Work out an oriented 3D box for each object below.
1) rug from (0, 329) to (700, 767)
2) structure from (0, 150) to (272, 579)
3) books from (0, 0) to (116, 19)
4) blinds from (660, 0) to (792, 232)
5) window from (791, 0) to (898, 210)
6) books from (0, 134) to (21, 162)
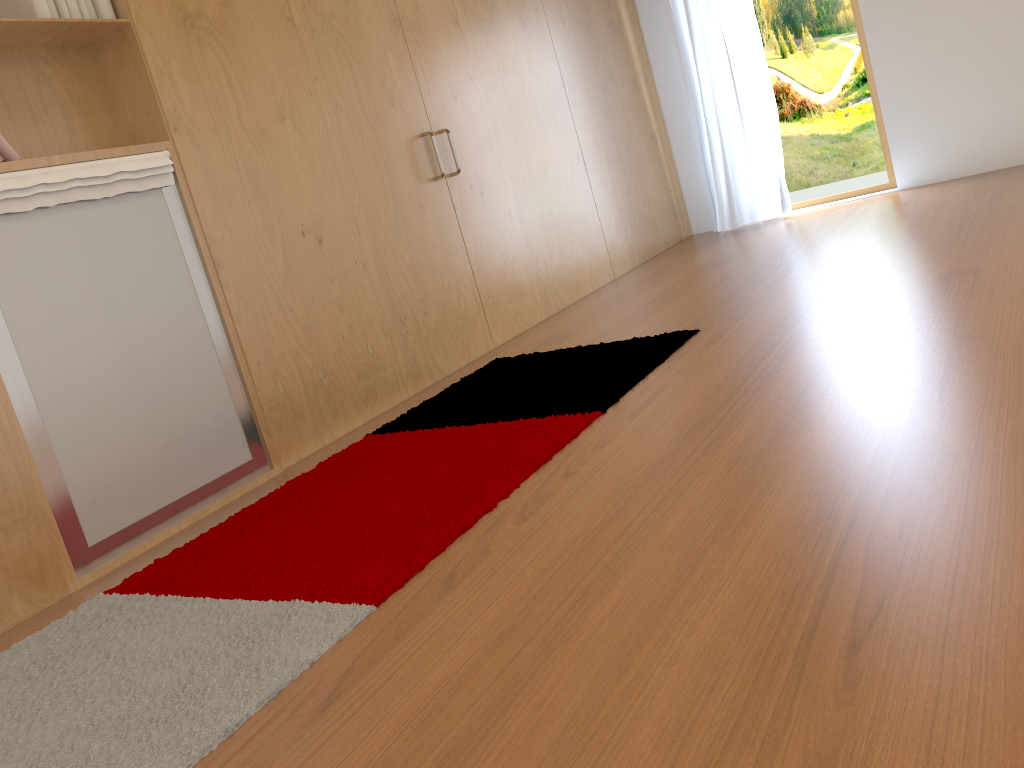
[{"bbox_3d":[-0.626,0.472,1.950,0.911,0.011,3.790,-7,15,33],"label":"rug"},{"bbox_3d":[-1.201,-0.093,2.586,0.313,1.067,0.738,-10,11,34],"label":"structure"},{"bbox_3d":[-2.021,-0.534,1.464,0.187,0.650,3.166,-10,13,34],"label":"books"},{"bbox_3d":[2.160,-2.135,5.167,2.831,2.013,0.237,-9,11,33],"label":"blinds"},{"bbox_3d":[1.815,-2.021,5.626,0.869,1.766,0.026,-10,10,34],"label":"window"},{"bbox_3d":[-1.490,-0.685,2.293,0.174,0.293,0.284,-10,12,34],"label":"books"}]
